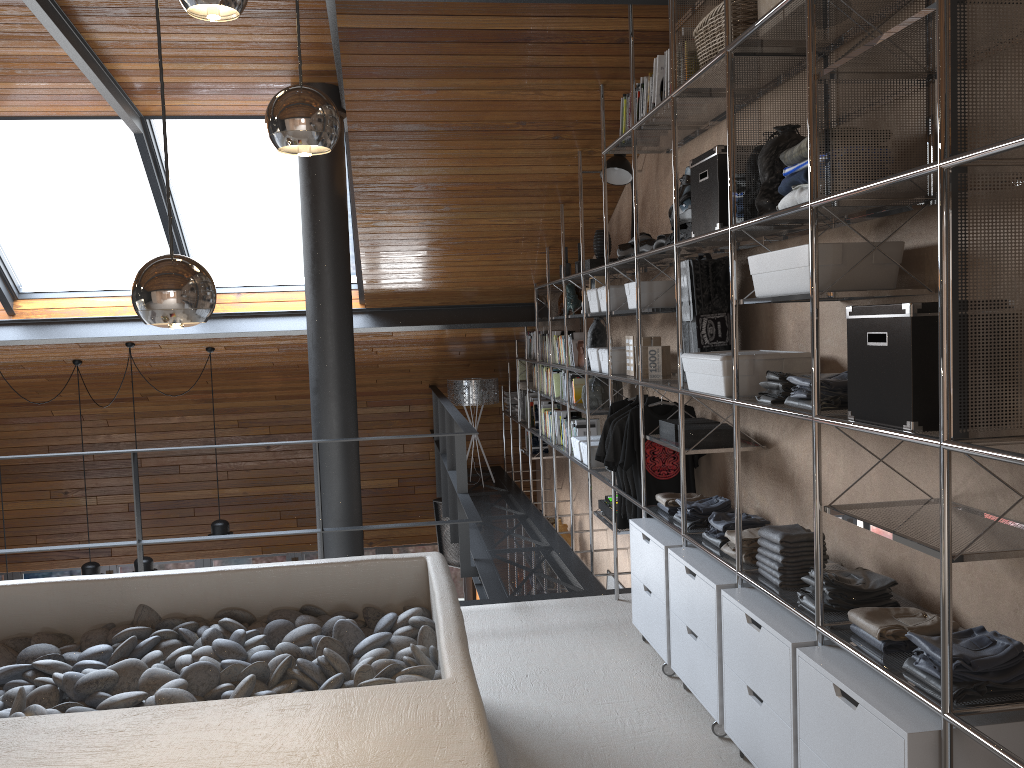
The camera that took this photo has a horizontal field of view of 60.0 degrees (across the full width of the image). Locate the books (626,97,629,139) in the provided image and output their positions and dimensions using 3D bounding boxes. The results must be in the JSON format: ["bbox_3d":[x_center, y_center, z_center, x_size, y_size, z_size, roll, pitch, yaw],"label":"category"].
[{"bbox_3d":[0.625,-1.292,4.331,0.130,0.202,0.063,-3,4,-8],"label":"books"}]

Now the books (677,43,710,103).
[{"bbox_3d":[0.738,-1.268,3.617,0.148,0.234,0.013,-3,4,-8],"label":"books"}]

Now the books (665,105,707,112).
[{"bbox_3d":[0.744,-1.282,3.772,0.191,0.244,0.075,-3,4,-8],"label":"books"}]

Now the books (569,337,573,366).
[{"bbox_3d":[0.453,-0.217,5.881,0.127,0.192,0.079,-3,4,-8],"label":"books"}]

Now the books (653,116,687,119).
[{"bbox_3d":[0.695,-1.272,3.873,0.155,0.212,0.073,-3,4,-8],"label":"books"}]

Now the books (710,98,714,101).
[{"bbox_3d":[0.751,-1.257,3.606,0.136,0.213,0.014,-3,4,-8],"label":"books"}]

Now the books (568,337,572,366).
[{"bbox_3d":[0.444,-0.217,5.891,0.127,0.192,0.079,-3,4,-8],"label":"books"}]

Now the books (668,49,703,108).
[{"bbox_3d":[0.722,-1.272,3.691,0.148,0.234,0.033,-3,4,-8],"label":"books"}]

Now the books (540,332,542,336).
[{"bbox_3d":[0.295,-0.308,7.099,0.148,0.234,0.033,-3,4,-8],"label":"books"}]

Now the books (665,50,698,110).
[{"bbox_3d":[0.714,-1.271,3.713,0.148,0.233,0.053,-3,4,-8],"label":"books"}]

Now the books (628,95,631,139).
[{"bbox_3d":[0.635,-1.306,4.286,0.143,0.233,0.081,-3,4,-8],"label":"books"}]

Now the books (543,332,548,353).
[{"bbox_3d":[0.307,-0.296,6.920,0.129,0.231,0.010,-3,4,-8],"label":"books"}]

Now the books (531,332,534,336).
[{"bbox_3d":[0.220,-0.326,7.484,0.122,0.227,0.076,-3,4,-8],"label":"books"}]

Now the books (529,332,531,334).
[{"bbox_3d":[0.215,-0.338,7.680,0.129,0.226,0.069,-3,4,-8],"label":"books"}]

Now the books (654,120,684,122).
[{"bbox_3d":[0.699,-1.299,3.917,0.143,0.264,0.088,-3,4,-8],"label":"books"}]

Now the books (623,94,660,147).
[{"bbox_3d":[0.651,-1.325,4.460,0.206,0.249,0.074,-3,4,-8],"label":"books"}]

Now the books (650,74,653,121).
[{"bbox_3d":[0.677,-1.270,3.944,0.123,0.201,0.071,-3,4,-8],"label":"books"}]

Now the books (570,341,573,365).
[{"bbox_3d":[0.451,-0.202,5.863,0.119,0.166,0.072,-3,4,-8],"label":"books"}]

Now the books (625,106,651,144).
[{"bbox_3d":[0.636,-1.309,4.383,0.148,0.229,0.073,-3,4,-8],"label":"books"}]

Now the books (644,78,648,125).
[{"bbox_3d":[0.666,-1.276,4.016,0.131,0.202,0.068,-3,4,-8],"label":"books"}]

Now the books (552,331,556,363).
[{"bbox_3d":[0.358,-0.270,6.456,0.148,0.233,0.053,-3,4,-8],"label":"books"}]

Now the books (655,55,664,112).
[{"bbox_3d":[0.687,-1.281,3.789,0.148,0.229,0.073,-3,4,-8],"label":"books"}]

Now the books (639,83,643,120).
[{"bbox_3d":[0.641,-1.273,4.066,0.111,0.194,0.059,-3,4,-8],"label":"books"}]

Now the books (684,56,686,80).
[{"bbox_3d":[0.744,-1.235,3.503,0.131,0.181,0.014,-3,4,-8],"label":"books"}]

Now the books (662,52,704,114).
[{"bbox_3d":[0.738,-1.285,3.783,0.191,0.249,0.077,-3,4,-8],"label":"books"}]

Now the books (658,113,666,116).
[{"bbox_3d":[0.710,-1.270,3.821,0.170,0.214,0.065,-3,4,-7],"label":"books"}]

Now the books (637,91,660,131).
[{"bbox_3d":[0.634,-1.264,4.105,0.111,0.171,0.056,-3,4,-8],"label":"books"}]

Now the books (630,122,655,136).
[{"bbox_3d":[0.626,-1.283,4.212,0.127,0.197,0.063,-3,4,-8],"label":"books"}]

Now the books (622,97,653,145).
[{"bbox_3d":[0.635,-1.311,4.422,0.169,0.229,0.077,-3,4,-8],"label":"books"}]

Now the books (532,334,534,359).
[{"bbox_3d":[0.238,-0.318,7.437,0.137,0.213,0.068,-3,4,-8],"label":"books"}]

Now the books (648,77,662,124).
[{"bbox_3d":[0.676,-1.267,3.962,0.126,0.194,0.064,-3,4,-8],"label":"books"}]

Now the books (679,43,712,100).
[{"bbox_3d":[0.742,-1.265,3.582,0.129,0.231,0.010,-3,4,-8],"label":"books"}]

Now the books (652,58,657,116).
[{"bbox_3d":[0.680,-1.283,3.835,0.148,0.229,0.073,-3,4,-8],"label":"books"}]

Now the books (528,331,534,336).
[{"bbox_3d":[0.209,-0.343,7.694,0.143,0.233,0.081,-3,4,-8],"label":"books"}]

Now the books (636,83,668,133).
[{"bbox_3d":[0.657,-1.291,4.152,0.161,0.220,0.074,-3,4,-8],"label":"books"}]

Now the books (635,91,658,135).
[{"bbox_3d":[0.635,-1.283,4.202,0.127,0.197,0.063,-3,4,-8],"label":"books"}]

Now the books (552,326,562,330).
[{"bbox_3d":[0.322,-0.316,6.938,0.143,0.268,0.020,-3,4,-8],"label":"books"}]

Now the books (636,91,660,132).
[{"bbox_3d":[0.639,-1.271,4.142,0.117,0.180,0.059,-3,4,-8],"label":"books"}]

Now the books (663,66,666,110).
[{"bbox_3d":[0.708,-1.254,3.752,0.131,0.178,0.057,-3,4,-8],"label":"books"}]

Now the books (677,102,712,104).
[{"bbox_3d":[0.741,-1.255,3.633,0.148,0.206,0.014,-3,4,-8],"label":"books"}]

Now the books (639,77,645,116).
[{"bbox_3d":[0.646,-1.289,4.075,0.122,0.227,0.076,-3,4,-8],"label":"books"}]

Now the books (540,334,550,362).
[{"bbox_3d":[0.315,-0.281,6.811,0.131,0.216,0.509,-3,4,-8],"label":"books"}]

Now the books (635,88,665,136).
[{"bbox_3d":[0.660,-1.294,4.223,0.177,0.214,0.064,-3,4,-8],"label":"books"}]

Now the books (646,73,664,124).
[{"bbox_3d":[0.672,-1.279,3.973,0.133,0.215,0.070,-3,4,-8],"label":"books"}]

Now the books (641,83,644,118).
[{"bbox_3d":[0.660,-1.272,4.046,0.138,0.189,0.065,-3,4,-8],"label":"books"}]

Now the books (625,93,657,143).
[{"bbox_3d":[0.639,-1.306,4.356,0.160,0.228,0.080,-3,4,-8],"label":"books"}]

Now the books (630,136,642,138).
[{"bbox_3d":[0.632,-1.286,4.254,0.127,0.197,0.063,-3,4,-8],"label":"books"}]

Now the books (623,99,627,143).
[{"bbox_3d":[0.626,-1.303,4.398,0.149,0.202,0.067,-3,4,-8],"label":"books"}]

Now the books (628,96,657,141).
[{"bbox_3d":[0.639,-1.294,4.320,0.146,0.208,0.071,-3,4,-8],"label":"books"}]

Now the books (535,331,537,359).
[{"bbox_3d":[0.261,-0.317,7.197,0.148,0.229,0.073,-3,4,-8],"label":"books"}]

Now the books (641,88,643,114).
[{"bbox_3d":[0.645,-1.263,4.061,0.112,0.173,0.054,-3,4,-8],"label":"books"}]

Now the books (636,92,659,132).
[{"bbox_3d":[0.635,-1.267,4.132,0.112,0.173,0.054,-3,4,-8],"label":"books"}]

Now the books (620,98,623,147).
[{"bbox_3d":[0.615,-1.313,4.447,0.148,0.229,0.073,-3,4,-8],"label":"books"}]
